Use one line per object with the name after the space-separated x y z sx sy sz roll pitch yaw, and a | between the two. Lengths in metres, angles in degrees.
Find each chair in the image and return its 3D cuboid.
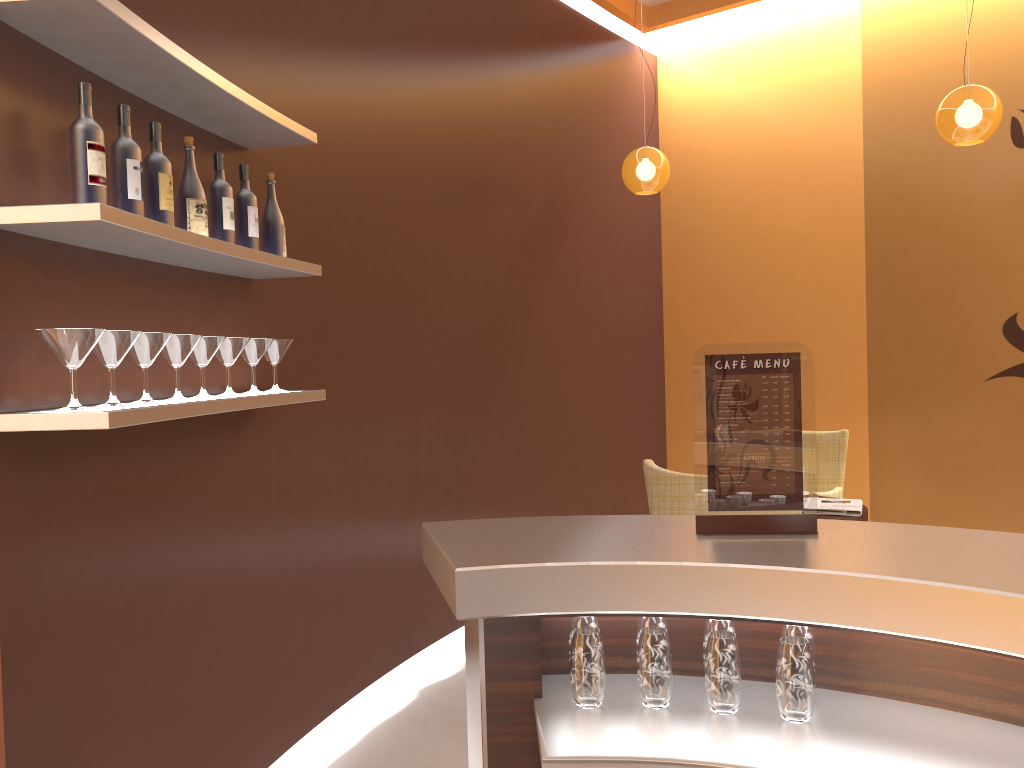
1.680 0.790 5.478 0.729 1.017 0.685 -1 2 37 | chair
1.002 0.847 4.033 0.729 1.017 0.685 -1 2 34 | chair

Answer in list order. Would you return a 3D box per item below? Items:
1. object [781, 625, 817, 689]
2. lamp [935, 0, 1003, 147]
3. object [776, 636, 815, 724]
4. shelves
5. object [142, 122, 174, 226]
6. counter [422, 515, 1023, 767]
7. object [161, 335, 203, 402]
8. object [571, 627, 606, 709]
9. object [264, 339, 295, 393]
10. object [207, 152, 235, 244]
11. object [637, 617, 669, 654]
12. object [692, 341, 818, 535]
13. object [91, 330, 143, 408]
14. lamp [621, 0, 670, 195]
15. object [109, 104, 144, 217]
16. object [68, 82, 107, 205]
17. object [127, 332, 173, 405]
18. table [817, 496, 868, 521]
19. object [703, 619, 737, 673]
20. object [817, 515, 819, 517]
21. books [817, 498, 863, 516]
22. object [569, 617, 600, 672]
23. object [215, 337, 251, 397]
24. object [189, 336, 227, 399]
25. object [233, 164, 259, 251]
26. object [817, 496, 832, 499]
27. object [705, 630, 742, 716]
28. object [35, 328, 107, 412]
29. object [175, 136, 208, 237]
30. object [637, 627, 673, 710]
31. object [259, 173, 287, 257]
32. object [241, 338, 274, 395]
0.555 0.535 1.719 0.067 0.148 0.067 -3 2 -35 | object
2.241 -1.941 4.370 0.299 1.500 0.299 -2 2 -10 | lamp
0.515 0.539 1.613 0.067 0.148 0.067 -1 2 24 | object
-0.714 -0.334 0.701 0.586 0.902 4.744 -2 2 -6 | shelves
-0.911 -0.522 2.279 0.073 0.297 0.073 -1 2 35 | object
0.776 0.895 0.860 1.586 1.100 2.917 -2 2 -8 | counter
-0.892 -0.042 2.362 0.137 0.174 0.137 -1 2 12 | object
0.146 0.547 1.706 0.067 0.148 0.067 -2 2 -27 | object
-0.794 -0.060 2.967 0.137 0.174 0.137 -1 2 12 | object
-0.861 -0.532 2.621 0.073 0.297 0.073 -2 2 -15 | object
0.288 0.540 1.807 0.067 0.148 0.067 0 2 42 | object
0.526 0.117 1.927 0.258 0.414 0.052 -1 2 6 | object
-0.927 -0.034 2.055 0.137 0.174 0.137 -2 1 2 | object
0.808 -1.928 5.459 0.299 1.500 0.299 -1 2 37 | lamp
-0.924 -0.518 2.124 0.073 0.297 0.073 -2 2 -15 | object
-0.936 -0.513 1.954 0.073 0.297 0.073 -2 2 -15 | object
-0.914 -0.038 2.210 0.137 0.174 0.137 -1 2 12 | object
1.425 0.987 4.715 0.872 0.679 0.874 -2 2 -16 | table
0.416 0.538 1.769 0.067 0.148 0.067 -1 2 14 | object
1.265 0.648 4.430 0.239 0.021 0.464 -3 2 -39 | object
1.630 0.628 4.556 0.345 0.035 0.367 -1 2 27 | books
0.150 0.544 1.820 0.067 0.148 0.067 -1 2 36 | object
-0.850 -0.051 2.659 0.137 0.174 0.137 -1 2 12 | object
-0.875 -0.046 2.508 0.137 0.174 0.137 -1 2 12 | object
-0.834 -0.537 2.777 0.073 0.297 0.073 -2 2 -15 | object
1.603 0.624 4.989 0.464 0.021 0.239 -1 2 34 | object
0.395 0.541 1.658 0.067 0.148 0.067 -3 2 -45 | object
-0.941 -0.030 1.901 0.137 0.174 0.137 -2 1 2 | object
-0.894 -0.533 2.465 0.086 0.303 0.086 -1 2 21 | object
0.273 0.544 1.694 0.067 0.148 0.067 0 2 42 | object
-0.799 -0.548 2.950 0.086 0.303 0.086 -3 2 -38 | object
-0.821 -0.055 2.814 0.137 0.174 0.137 -2 2 -28 | object
